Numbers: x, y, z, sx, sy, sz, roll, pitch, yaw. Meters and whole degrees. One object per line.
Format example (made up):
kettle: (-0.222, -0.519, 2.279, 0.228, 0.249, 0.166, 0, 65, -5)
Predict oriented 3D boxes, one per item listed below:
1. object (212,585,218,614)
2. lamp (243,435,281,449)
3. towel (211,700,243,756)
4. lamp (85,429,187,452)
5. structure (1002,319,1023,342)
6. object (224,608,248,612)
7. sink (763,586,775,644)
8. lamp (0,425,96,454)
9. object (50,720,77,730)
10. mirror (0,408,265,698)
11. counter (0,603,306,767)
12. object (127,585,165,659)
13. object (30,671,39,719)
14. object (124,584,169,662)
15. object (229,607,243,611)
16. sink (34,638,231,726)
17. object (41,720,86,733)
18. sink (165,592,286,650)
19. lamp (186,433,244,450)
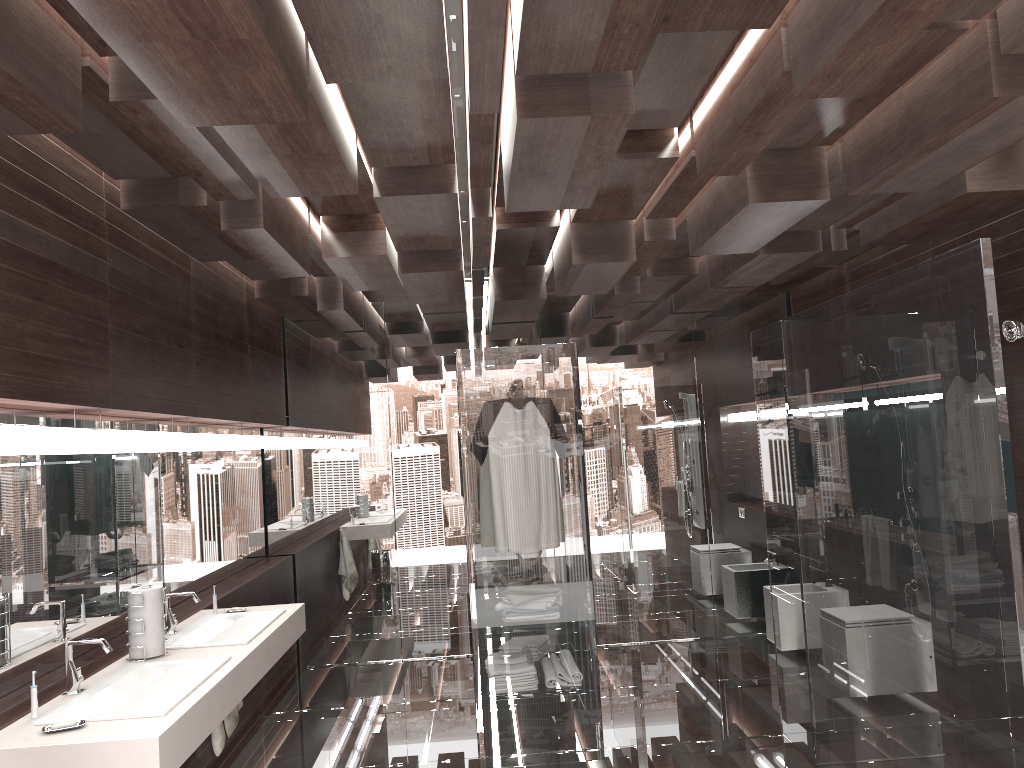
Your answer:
object: (-1.366, 0.993, 4.077, 0.022, 0.132, 0.022, -6, -5, 35)
lamp: (-1.672, 0.385, 5.846, 0.082, 0.082, 0.950, -3, -4, -2)
towel: (-1.374, 1.427, 4.273, 0.156, 0.678, 0.368, -3, -4, -3)
lamp: (-1.592, 0.245, 3.806, 0.082, 0.082, 0.950, -3, -4, -2)
structure: (2.148, 0.445, 3.440, 0.354, 1.560, 0.323, -5, -4, 18)
object: (-1.278, 1.050, 4.106, 0.108, 0.011, 0.065, -5, -4, 19)
sink: (1.978, 1.497, 5.939, 0.469, 0.456, 0.357, -3, -4, -2)
lamp: (-1.551, 0.175, 2.781, 0.082, 0.082, 0.950, -3, -4, -2)
object: (-1.219, 0.927, 2.412, 0.066, 0.016, 0.035, -2, -4, -26)
mirror: (0.372, 0.476, 3.871, 4.126, 0.916, 5.081, -3, -4, -2)
counter: (-1.192, 1.060, 3.254, 0.488, 0.131, 1.954, -3, -4, -2)
object: (-1.347, 0.875, 3.266, 0.124, 0.246, 0.128, -2, -4, -21)
object: (-1.372, 0.892, 2.548, 0.022, 0.132, 0.022, -2, -4, -21)
object: (-1.353, 0.874, 3.271, 0.136, 0.261, 0.145, -7, -5, 41)
object: (-1.278, 1.043, 4.106, 0.066, 0.016, 0.035, -5, -4, 17)
sink: (-1.203, 0.899, 2.814, 0.427, 0.193, 0.681, -3, -4, -2)
object: (-1.219, 0.934, 2.412, 0.108, 0.011, 0.065, -2, -4, -24)
sink: (-1.238, 0.961, 3.710, 0.427, 0.193, 0.681, -3, -4, -2)
lamp: (-1.633, 0.316, 4.840, 0.082, 0.082, 0.950, -3, -4, -2)
